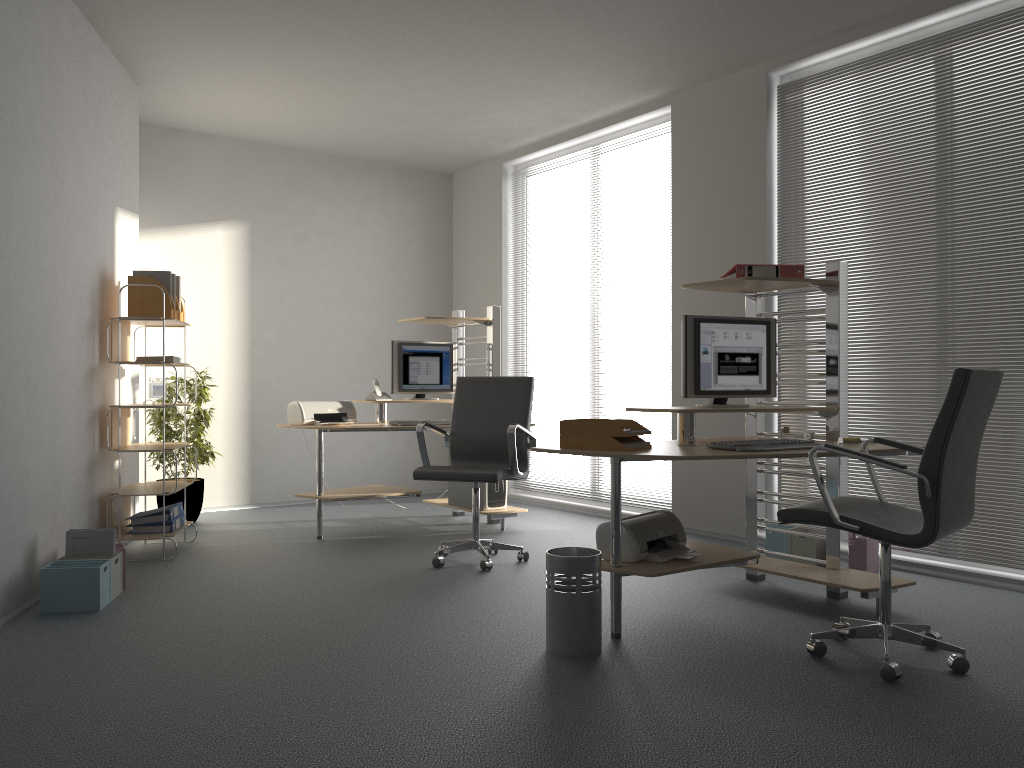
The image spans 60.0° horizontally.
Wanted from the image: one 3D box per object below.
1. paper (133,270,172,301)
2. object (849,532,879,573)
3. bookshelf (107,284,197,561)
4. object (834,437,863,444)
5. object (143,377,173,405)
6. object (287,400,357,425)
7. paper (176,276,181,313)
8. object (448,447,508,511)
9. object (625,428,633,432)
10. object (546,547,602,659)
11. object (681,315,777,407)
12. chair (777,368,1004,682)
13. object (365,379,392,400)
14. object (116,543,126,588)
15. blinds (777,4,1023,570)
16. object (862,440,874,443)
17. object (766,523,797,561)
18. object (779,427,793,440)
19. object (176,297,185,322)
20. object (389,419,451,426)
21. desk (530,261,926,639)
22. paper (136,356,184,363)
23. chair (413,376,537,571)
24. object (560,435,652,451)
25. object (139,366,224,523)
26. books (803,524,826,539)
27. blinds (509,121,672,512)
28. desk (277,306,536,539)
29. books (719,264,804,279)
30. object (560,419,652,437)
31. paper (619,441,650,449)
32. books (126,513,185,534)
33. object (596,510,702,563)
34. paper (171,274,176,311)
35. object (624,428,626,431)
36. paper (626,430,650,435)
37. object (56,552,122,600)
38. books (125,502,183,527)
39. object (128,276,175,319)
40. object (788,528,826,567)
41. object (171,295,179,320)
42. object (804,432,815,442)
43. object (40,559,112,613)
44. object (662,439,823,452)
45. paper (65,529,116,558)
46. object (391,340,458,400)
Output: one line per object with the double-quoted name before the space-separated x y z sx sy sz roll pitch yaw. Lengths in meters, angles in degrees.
"paper" -2.141 -0.524 5.276 0.213 0.297 0.045 0 0 -11
"object" 1.838 0.906 4.758 0.185 0.202 0.245 0 0 36
"bookshelf" -2.145 0.223 5.319 0.381 1.572 0.724 0 0 -9
"object" 1.504 0.251 3.947 0.132 0.026 0.132 0 0 -36
"object" -2.122 0.042 5.315 0.077 0.161 0.192 0 0 10
"object" -1.225 0.191 5.934 0.438 0.162 0.351 0 0 -44
"paper" -2.174 -0.523 5.522 0.213 0.297 0.045 0 0 -6
"object" -0.241 0.654 6.259 0.199 0.422 0.471 0 0 -36
"object" 0.474 0.187 3.600 0.008 0.009 0.159 0 0 18
"object" 0.231 0.817 3.320 0.208 0.377 0.208 0 0 7
"object" 0.998 -0.102 4.162 0.516 0.418 0.245 0 0 -14
"chair" 1.369 0.472 3.219 0.652 1.048 0.584 0 0 40
"object" -0.927 0.038 6.159 0.119 0.151 0.150 0 0 40
"object" -2.047 0.910 4.379 0.245 0.202 0.185 0 0 -28
"blinds" 2.226 -0.477 4.706 0.022 2.770 1.950 0 0 -36
"object" 1.570 0.258 3.998 0.011 0.011 0.158 0 0 -39
"object" 1.574 0.907 5.074 0.245 0.202 0.185 0 0 -36
"object" 1.270 0.233 4.112 0.054 0.064 0.159 0 0 21
"object" -2.171 -0.504 5.502 0.243 0.259 0.113 0 0 -6
"object" -0.699 0.283 6.146 0.478 0.082 0.814 0 0 -29
"desk" 0.940 0.215 3.758 1.469 1.566 0.967 0 0 -36
"paper" -2.147 -0.144 5.416 0.213 0.046 0.297 0 0 -9
"chair" -0.199 0.478 5.017 0.584 1.048 0.652 0 0 19
"object" 0.388 0.235 3.657 0.309 0.060 0.225 0 0 33
"object" -2.381 0.442 6.446 0.544 1.147 0.644 0 0 -7
"books" 1.692 0.837 4.912 0.220 0.306 0.068 0 0 -36
"blinds" 0.569 -0.470 6.965 0.037 2.749 1.950 0 0 -36
"desk" -0.712 0.222 6.012 1.469 1.566 0.967 0 0 -36
"books" 1.176 -0.514 4.199 0.320 0.072 0.262 0 0 -4
"object" 0.387 0.179 3.657 0.309 0.060 0.225 0 0 33
"paper" 0.388 0.247 3.656 0.297 0.019 0.210 0 0 33
"books" -2.129 0.832 5.307 0.262 0.072 0.320 0 0 -8
"object" 0.609 0.634 3.691 0.351 0.162 0.438 0 0 38
"paper" -2.162 -0.524 5.398 0.213 0.297 0.045 0 0 -9
"object" 0.461 0.187 3.628 0.008 0.009 0.159 0 0 9
"paper" 0.388 0.195 3.656 0.297 0.010 0.210 0 0 33
"object" -1.982 0.909 4.161 0.245 0.202 0.185 0 0 -10
"books" -2.138 0.777 5.306 0.263 0.100 0.320 0 0 -8
"object" -2.136 -0.504 5.256 0.243 0.259 0.113 0 0 -11
"object" 1.683 0.907 4.924 0.245 0.202 0.185 0 0 -36
"object" -2.157 -0.504 5.378 0.243 0.259 0.113 0 0 -9
"object" 1.374 0.243 4.095 0.022 0.042 0.134 0 0 6
"object" -1.951 0.909 3.979 0.245 0.202 0.185 0 0 -10
"object" 0.912 0.276 3.883 0.478 0.082 0.814 0 0 -29
"paper" -1.984 0.839 4.176 0.220 0.306 0.068 0 0 -9
"object" -0.643 -0.095 6.397 0.516 0.418 0.245 0 0 -21
